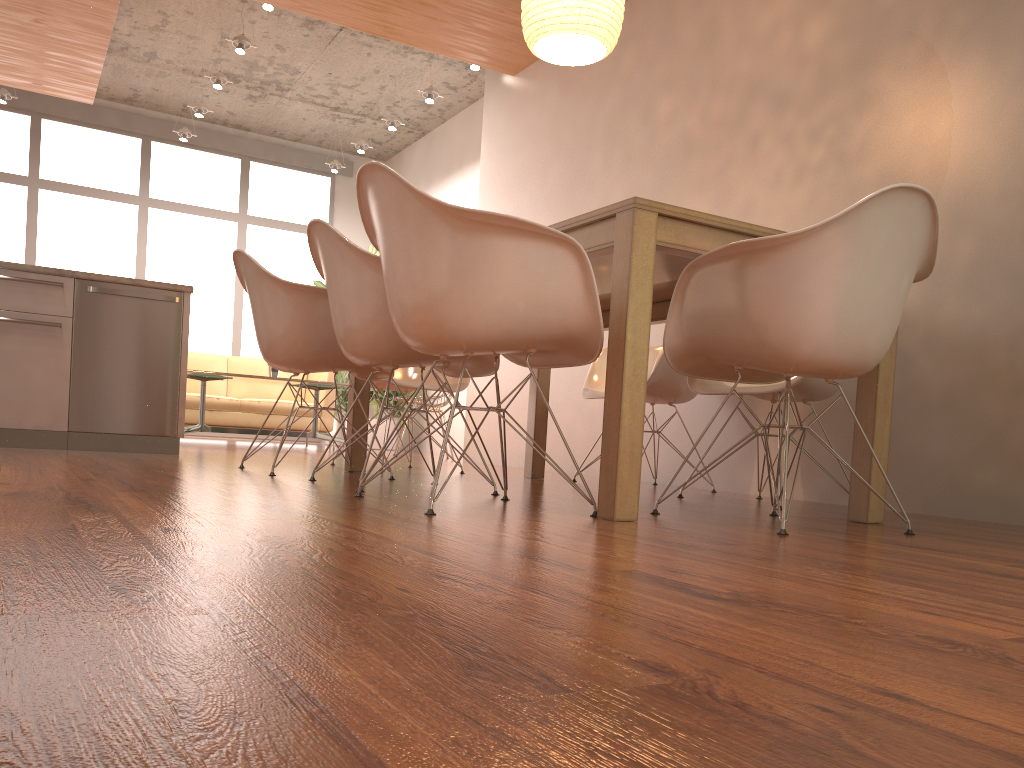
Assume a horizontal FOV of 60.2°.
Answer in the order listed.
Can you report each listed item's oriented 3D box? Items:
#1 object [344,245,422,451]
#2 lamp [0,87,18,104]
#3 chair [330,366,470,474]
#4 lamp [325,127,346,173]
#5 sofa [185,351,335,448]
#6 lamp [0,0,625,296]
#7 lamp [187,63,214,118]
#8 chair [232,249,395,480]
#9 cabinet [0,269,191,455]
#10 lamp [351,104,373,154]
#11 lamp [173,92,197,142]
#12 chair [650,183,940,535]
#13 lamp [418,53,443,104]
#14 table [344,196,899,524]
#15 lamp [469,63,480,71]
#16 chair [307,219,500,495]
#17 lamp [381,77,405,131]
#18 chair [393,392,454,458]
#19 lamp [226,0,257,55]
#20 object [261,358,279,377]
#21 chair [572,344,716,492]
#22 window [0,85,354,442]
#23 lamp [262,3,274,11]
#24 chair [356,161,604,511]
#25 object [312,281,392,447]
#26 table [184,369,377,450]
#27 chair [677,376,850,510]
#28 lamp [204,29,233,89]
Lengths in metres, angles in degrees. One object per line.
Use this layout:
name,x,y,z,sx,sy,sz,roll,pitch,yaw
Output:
object,-1.374,-0.369,9.172,0.966,2.110,1.079,3,1,-16
lamp,-4.548,-2.759,7.904,0.134,0.484,0.198,4,1,28
chair,-0.595,0.012,4.600,0.683,0.863,0.643,4,0,-45
lamp,-1.874,-2.500,9.412,0.134,0.484,0.198,4,1,28
sofa,-2.681,0.134,8.412,1.801,0.839,0.879,5,-2,-29
lamp,-1.545,-1.202,3.833,3.215,1.350,3.070,5,-3,-29
lamp,-2.798,-2.649,7.948,0.134,0.484,0.198,4,1,28
chair,-0.831,-0.065,3.610,0.642,0.863,0.684,4,0,-35
cabinet,-1.839,-0.875,3.008,1.913,2.279,4.247,4,-2,-29
lamp,-1.469,-2.520,8.697,0.134,0.484,0.198,4,1,28
lamp,-3.202,-2.629,8.663,0.134,0.484,0.198,4,1,28
chair,0.789,-0.041,2.415,0.683,0.863,0.643,4,0,-35
lamp,-0.661,-2.560,7.268,0.134,0.484,0.198,4,1,28
table,0.215,0.007,3.359,1.025,0.810,2.074,4,-3,-29
lamp,0.342,-1.328,2.624,0.445,3.401,8.227,3,-3,-11
chair,-0.402,-0.075,3.037,0.642,0.863,0.684,4,0,-35
lamp,-1.065,-2.540,7.983,0.134,0.484,0.198,4,1,28
chair,-0.667,0.143,7.082,0.560,0.903,0.543,3,1,-9
lamp,-1.989,-2.689,6.519,0.134,0.484,0.198,4,1,28
object,-1.945,-0.330,7.292,0.298,0.591,0.370,3,1,-35
chair,0.700,0.070,4.270,0.642,0.863,0.684,4,0,-30
window,-5.671,-1.305,8.270,8.557,3.287,0.062,5,1,-29
lamp,-1.585,-2.709,5.804,0.134,0.484,0.198,4,1,28
chair,-0.125,-0.104,2.398,0.642,0.850,0.684,4,0,-35
object,-1.720,-0.354,9.755,1.080,2.110,0.965,3,1,-11
table,-2.067,0.240,7.295,1.870,0.561,0.940,5,-3,-29
chair,1.075,0.043,3.474,0.642,0.863,0.684,4,0,-40
lamp,-2.394,-2.669,7.234,0.134,0.484,0.198,4,1,28
